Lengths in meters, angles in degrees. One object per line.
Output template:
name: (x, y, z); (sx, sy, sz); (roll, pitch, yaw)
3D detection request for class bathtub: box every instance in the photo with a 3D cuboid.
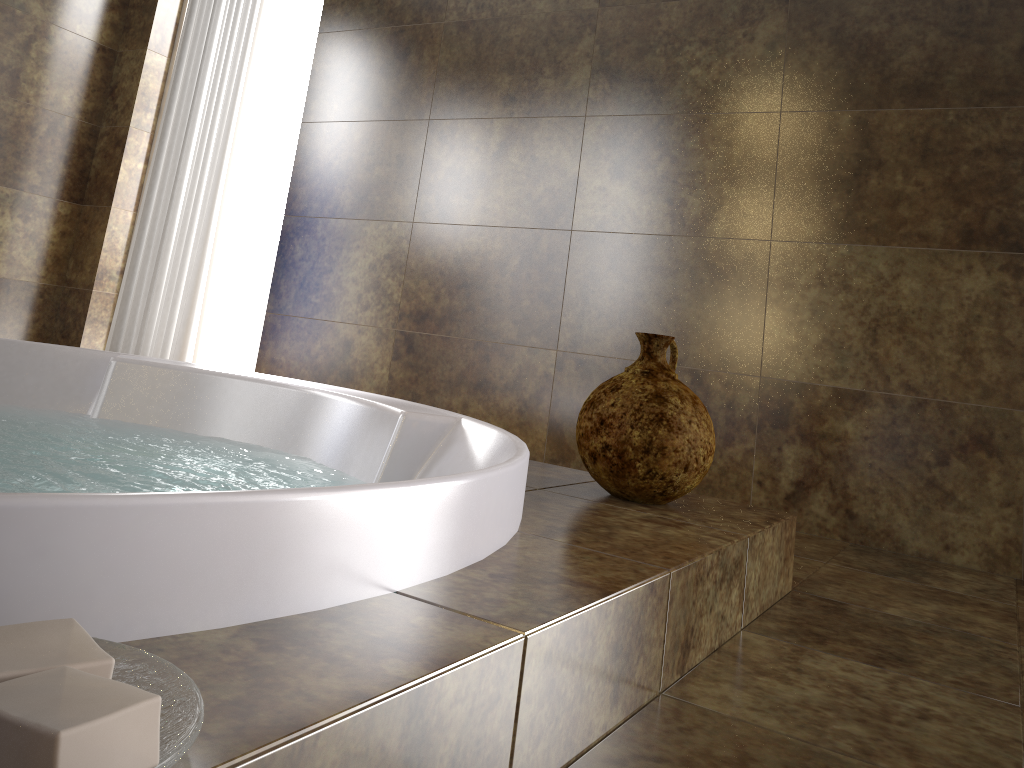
bathtub: (-0.863, 0.109, 1.143); (1.720, 0.536, 1.748); (7, 1, -29)

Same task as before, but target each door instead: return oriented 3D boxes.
door: (-1.124, -1.071, 4.087); (0.944, 2.284, 0.039); (11, -11, -25)

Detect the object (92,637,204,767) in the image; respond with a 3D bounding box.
object: (-0.240, 0.154, 0.387); (0.191, 0.019, 0.185); (8, 2, 18)

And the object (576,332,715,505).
object: (0.227, 0.052, 1.450); (0.230, 0.282, 0.224); (7, -6, 2)

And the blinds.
blinds: (-1.252, -1.119, 3.482); (0.488, 2.335, 0.066); (2, -12, 28)

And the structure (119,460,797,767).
structure: (-0.864, 0.117, 1.144); (2.021, 0.127, 1.951); (9, 2, 30)

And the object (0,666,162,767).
object: (-0.187, 0.143, 0.357); (0.074, 0.035, 0.052); (7, -2, 30)

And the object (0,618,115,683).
object: (-0.245, 0.137, 0.398); (0.098, 0.033, 0.061); (7, 0, -45)
